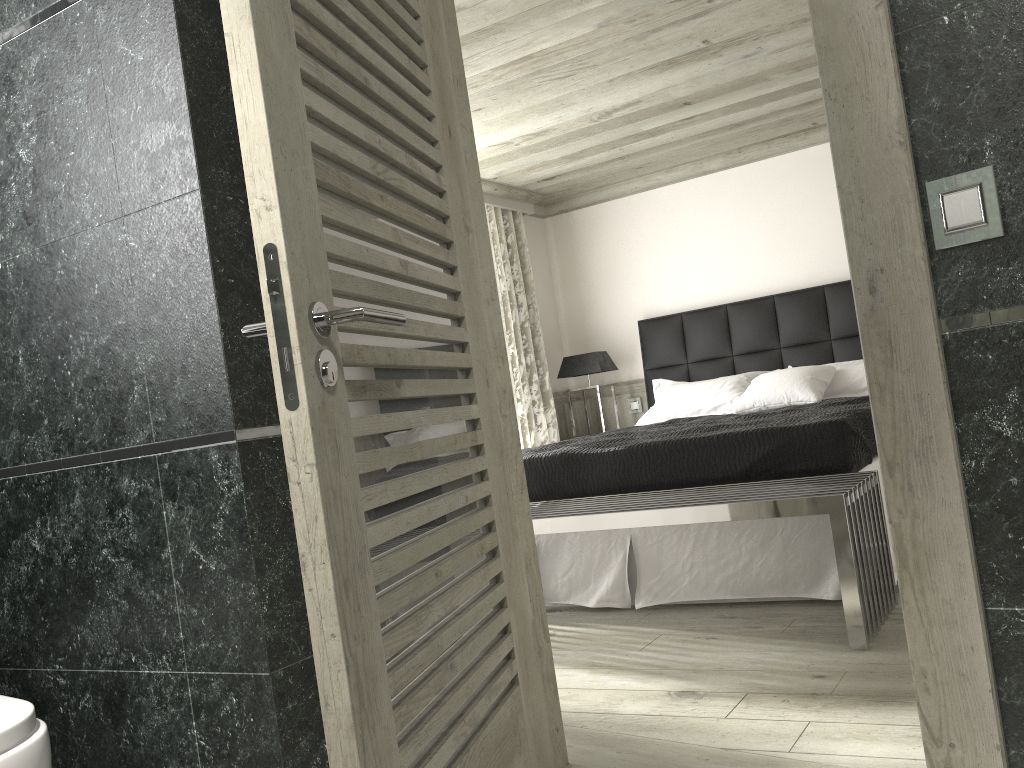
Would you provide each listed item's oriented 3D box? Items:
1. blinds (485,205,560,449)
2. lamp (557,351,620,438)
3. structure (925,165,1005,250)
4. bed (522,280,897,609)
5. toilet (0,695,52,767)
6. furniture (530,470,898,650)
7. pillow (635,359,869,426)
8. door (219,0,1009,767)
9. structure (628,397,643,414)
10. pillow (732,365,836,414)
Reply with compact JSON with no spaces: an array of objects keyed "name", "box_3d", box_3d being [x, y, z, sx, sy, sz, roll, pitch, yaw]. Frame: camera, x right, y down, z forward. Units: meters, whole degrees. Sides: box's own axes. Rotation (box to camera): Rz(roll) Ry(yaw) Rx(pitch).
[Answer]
[{"name":"blinds","box_3d":[0.020,-0.187,6.951,0.138,2.804,0.897,-9,-1,35]},{"name":"lamp","box_3d":[0.659,0.093,7.286,0.404,0.692,0.316,-9,-1,30]},{"name":"structure","box_3d":[0.829,-0.322,1.605,0.114,0.128,0.018,-10,-2,40]},{"name":"bed","box_3d":[1.308,0.191,5.465,2.328,1.623,3.240,-9,-2,32]},{"name":"toilet","box_3d":[-1.476,0.720,1.972,1.007,1.175,0.534,-10,-2,39]},{"name":"furniture","box_3d":[0.651,0.779,3.794,1.726,0.559,0.625,-10,-2,29]},{"name":"pillow","box_3d":[1.953,0.013,6.432,2.181,0.381,0.681,-10,-2,30]},{"name":"door","box_3d":[-0.012,-0.177,1.803,1.389,2.514,1.127,-9,-2,41]},{"name":"structure","box_3d":[1.048,0.184,7.452,0.116,0.128,0.018,-9,-1,29]},{"name":"pillow","box_3d":[1.872,0.034,6.008,0.601,0.273,0.501,-10,-2,34]}]
